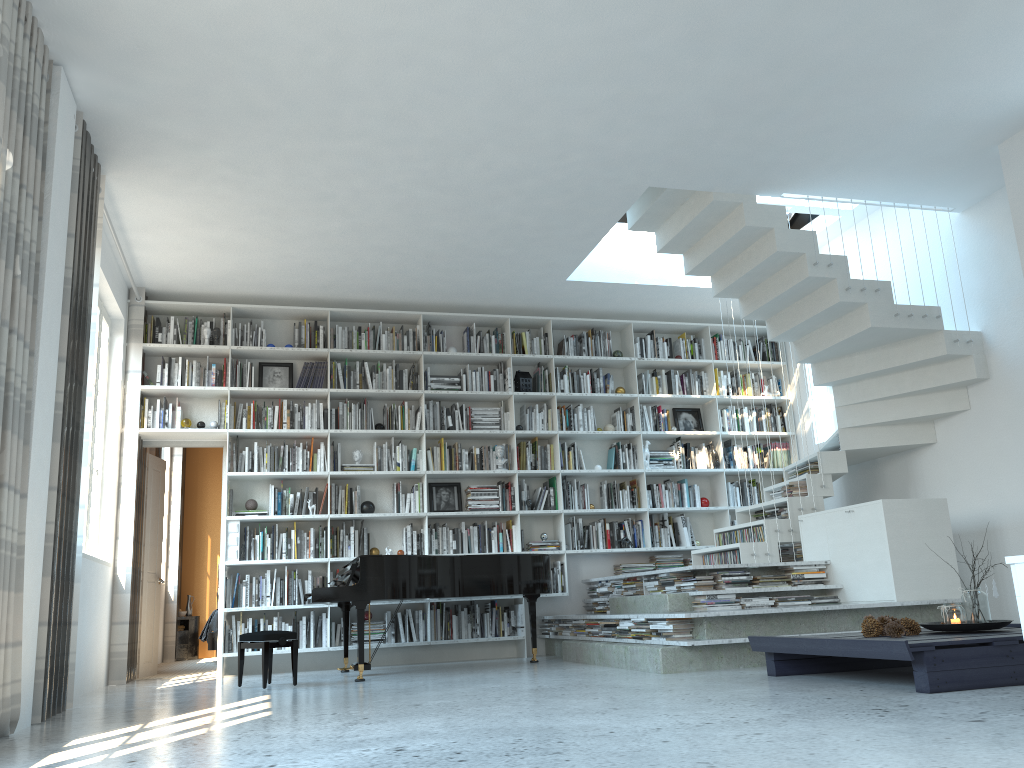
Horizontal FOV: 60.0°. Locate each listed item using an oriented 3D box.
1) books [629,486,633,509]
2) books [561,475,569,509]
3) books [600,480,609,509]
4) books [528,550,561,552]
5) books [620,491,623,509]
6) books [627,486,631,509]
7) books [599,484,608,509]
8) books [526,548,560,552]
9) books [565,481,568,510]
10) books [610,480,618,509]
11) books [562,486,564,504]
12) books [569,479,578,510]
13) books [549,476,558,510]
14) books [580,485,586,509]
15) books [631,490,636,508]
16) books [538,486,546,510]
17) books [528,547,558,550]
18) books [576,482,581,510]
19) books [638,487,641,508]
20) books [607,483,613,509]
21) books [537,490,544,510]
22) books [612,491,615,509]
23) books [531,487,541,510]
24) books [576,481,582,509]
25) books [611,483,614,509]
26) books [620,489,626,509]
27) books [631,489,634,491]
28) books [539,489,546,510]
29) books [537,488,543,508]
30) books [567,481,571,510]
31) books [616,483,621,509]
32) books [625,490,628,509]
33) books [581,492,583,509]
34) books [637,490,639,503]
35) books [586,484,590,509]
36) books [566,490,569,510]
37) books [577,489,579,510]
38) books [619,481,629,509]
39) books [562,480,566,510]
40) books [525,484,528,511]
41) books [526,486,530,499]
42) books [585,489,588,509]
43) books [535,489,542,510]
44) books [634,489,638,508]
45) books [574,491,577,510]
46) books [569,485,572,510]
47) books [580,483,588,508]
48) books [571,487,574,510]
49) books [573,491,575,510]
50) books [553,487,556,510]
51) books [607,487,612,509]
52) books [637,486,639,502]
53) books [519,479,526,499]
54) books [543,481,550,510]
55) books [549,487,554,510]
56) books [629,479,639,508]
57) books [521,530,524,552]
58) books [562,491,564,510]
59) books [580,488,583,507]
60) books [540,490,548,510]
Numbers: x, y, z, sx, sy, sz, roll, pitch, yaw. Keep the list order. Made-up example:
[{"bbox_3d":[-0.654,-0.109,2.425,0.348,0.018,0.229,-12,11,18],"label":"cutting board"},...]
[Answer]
[{"bbox_3d":[1.116,1.104,8.519,0.021,0.231,0.155,1,-14,-15],"label":"books"},{"bbox_3d":[0.500,1.042,8.373,0.007,0.341,0.150,1,-14,-15],"label":"books"},{"bbox_3d":[0.884,1.075,8.476,0.016,0.289,0.132,1,-14,-15],"label":"books"},{"bbox_3d":[0.286,1.533,8.113,0.285,0.012,0.160,0,-15,-13],"label":"books"},{"bbox_3d":[1.010,1.120,8.463,0.018,0.182,0.182,1,-14,-15],"label":"books"},{"bbox_3d":[1.085,1.101,8.498,0.018,0.229,0.182,1,-14,-15],"label":"books"},{"bbox_3d":[0.872,1.090,8.455,0.019,0.251,0.130,1,-14,-15],"label":"books"},{"bbox_3d":[0.284,1.523,8.121,0.285,0.012,0.160,0,-14,-11],"label":"books"},{"bbox_3d":[0.487,1.066,8.345,0.006,0.280,0.155,1,-14,-15],"label":"books"},{"bbox_3d":[0.970,1.077,8.491,0.007,0.284,0.160,1,-14,-15],"label":"books"},{"bbox_3d":[0.459,1.090,8.348,0.011,0.238,0.137,1,-14,-15],"label":"books"},{"bbox_3d":[0.577,1.058,8.363,0.014,0.296,0.175,1,-14,-15],"label":"books"},{"bbox_3d":[0.386,1.042,8.319,0.014,0.324,0.183,1,-14,-15],"label":"books"},{"bbox_3d":[0.656,1.091,8.389,0.015,0.237,0.177,1,-14,-15],"label":"books"},{"bbox_3d":[1.142,1.123,8.494,0.016,0.180,0.190,1,-14,-15],"label":"books"},{"bbox_3d":[0.259,1.085,8.282,0.094,0.238,0.150,1,-14,-15],"label":"books"},{"bbox_3d":[0.284,1.511,8.121,0.254,0.012,0.161,0,-14,-10],"label":"books"},{"bbox_3d":[0.607,1.075,8.373,0.012,0.266,0.183,1,-14,-15],"label":"books"},{"bbox_3d":[1.203,1.111,8.549,0.009,0.223,0.146,1,-14,-15],"label":"books"},{"bbox_3d":[0.918,1.085,8.468,0.015,0.261,0.150,1,-14,-15],"label":"books"},{"bbox_3d":[0.244,1.100,8.276,0.090,0.211,0.143,1,-14,-15],"label":"books"},{"bbox_3d":[0.945,1.117,8.488,0.031,0.208,0.122,1,-14,-15],"label":"books"},{"bbox_3d":[0.207,1.085,8.247,0.095,0.227,0.190,1,-14,-15],"label":"books"},{"bbox_3d":[0.622,1.070,8.395,0.006,0.284,0.160,1,-14,-15],"label":"books"},{"bbox_3d":[0.930,1.087,8.471,0.008,0.258,0.159,1,-14,-15],"label":"books"},{"bbox_3d":[1.046,1.118,8.485,0.015,0.194,0.176,1,-14,-15],"label":"books"},{"bbox_3d":[1.149,1.118,8.527,0.016,0.204,0.142,1,-14,-15],"label":"books"},{"bbox_3d":[0.261,1.100,8.289,0.090,0.214,0.139,1,-14,-15],"label":"books"},{"bbox_3d":[0.232,1.094,8.279,0.095,0.225,0.144,1,-14,-15],"label":"books"},{"bbox_3d":[0.520,1.064,8.347,0.005,0.283,0.159,1,-14,-15],"label":"books"},{"bbox_3d":[0.990,1.087,8.466,0.018,0.250,0.184,1,-14,-15],"label":"books"},{"bbox_3d":[1.064,1.123,8.484,0.019,0.182,0.191,1,-14,-15],"label":"books"},{"bbox_3d":[0.634,1.122,8.384,0.013,0.178,0.141,1,-14,-15],"label":"books"},{"bbox_3d":[1.182,1.104,8.550,0.019,0.240,0.134,1,-14,-15],"label":"books"},{"bbox_3d":[0.696,1.086,8.404,0.013,0.250,0.173,1,-14,-15],"label":"books"},{"bbox_3d":[0.496,1.106,8.346,0.013,0.204,0.154,1,-14,-15],"label":"books"},{"bbox_3d":[0.594,1.108,8.373,0.013,0.202,0.167,1,-14,-15],"label":"books"},{"bbox_3d":[1.072,1.080,8.501,0.006,0.273,0.173,1,-14,-15],"label":"books"},{"bbox_3d":[0.475,1.060,8.345,0.018,0.294,0.178,1,-14,-15],"label":"books"},{"bbox_3d":[0.112,1.070,8.252,0.012,0.265,0.158,1,-14,-15],"label":"books"},{"bbox_3d":[0.135,1.079,8.257,0.035,0.248,0.141,1,-14,-15],"label":"books"},{"bbox_3d":[0.671,1.106,8.386,0.014,0.207,0.181,1,-14,-15],"label":"books"},{"bbox_3d":[0.223,1.096,8.253,0.089,0.209,0.176,1,-14,-15],"label":"books"},{"bbox_3d":[1.166,1.116,8.522,0.013,0.203,0.159,1,-14,-15],"label":"books"},{"bbox_3d":[0.567,1.112,8.348,0.013,0.186,0.184,1,-14,-15],"label":"books"},{"bbox_3d":[0.529,1.082,8.348,0.013,0.248,0.165,1,-14,-15],"label":"books"},{"bbox_3d":[0.683,1.081,8.401,0.014,0.260,0.142,1,-14,-15],"label":"books"},{"bbox_3d":[0.544,1.090,8.339,0.011,0.226,0.188,1,-14,-15],"label":"books"},{"bbox_3d":[0.552,1.098,8.353,0.013,0.217,0.161,1,-14,-15],"label":"books"},{"bbox_3d":[0.371,1.090,8.305,0.021,0.226,0.148,1,-14,-15],"label":"books"},{"bbox_3d":[0.908,1.104,8.446,0.016,0.215,0.178,1,-14,-15],"label":"books"},{"bbox_3d":[1.193,1.108,8.557,0.007,0.235,0.132,1,-14,-15],"label":"books"},{"bbox_3d":[0.102,1.047,8.245,0.013,0.306,0.141,1,-14,-15],"label":"books"},{"bbox_3d":[0.323,1.063,8.308,0.013,0.285,0.139,1,-14,-15],"label":"books"},{"bbox_3d":[0.350,1.089,8.287,0.029,0.222,0.171,1,-14,-15],"label":"books"},{"bbox_3d":[1.175,1.070,8.528,0.007,0.294,0.162,1,-14,-15],"label":"books"},{"bbox_3d":[0.077,1.450,8.147,0.030,0.210,0.137,1,-14,-15],"label":"books"},{"bbox_3d":[0.449,1.112,8.330,0.015,0.187,0.168,1,-14,-15],"label":"books"},{"bbox_3d":[0.643,1.101,8.393,0.008,0.222,0.134,1,-14,-15],"label":"books"},{"bbox_3d":[0.277,1.103,8.280,0.091,0.204,0.169,1,-14,-15],"label":"books"}]
